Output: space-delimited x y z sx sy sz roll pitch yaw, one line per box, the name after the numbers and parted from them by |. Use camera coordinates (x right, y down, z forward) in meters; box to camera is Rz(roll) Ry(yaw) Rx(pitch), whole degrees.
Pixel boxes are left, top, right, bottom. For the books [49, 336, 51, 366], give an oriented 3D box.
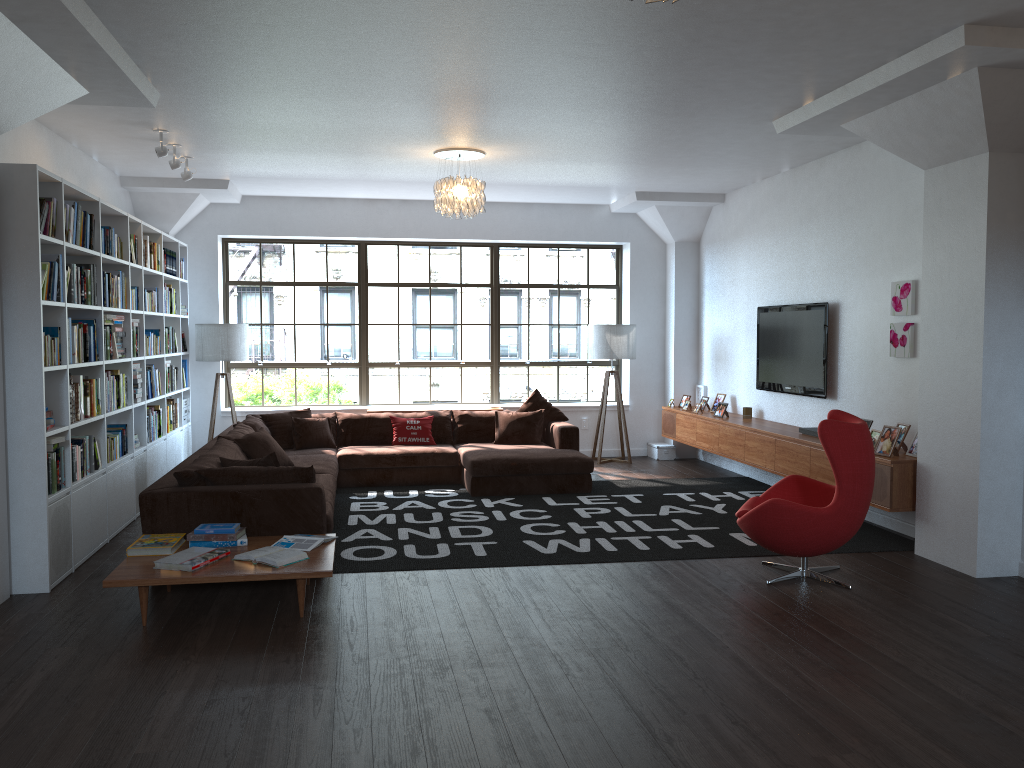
-2.782 -0.194 5.209 0.128 0.178 0.022 -1 3 -10 | books

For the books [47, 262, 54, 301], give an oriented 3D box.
-2.781 -0.599 5.181 0.172 0.235 0.112 -1 3 -10 | books

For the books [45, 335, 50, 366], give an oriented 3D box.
-2.779 -0.196 5.184 0.134 0.184 0.030 -1 3 -10 | books

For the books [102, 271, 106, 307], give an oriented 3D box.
-2.975 -0.672 6.281 0.182 0.253 0.034 -1 3 -10 | books

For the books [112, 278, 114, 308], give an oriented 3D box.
-3.029 -0.672 6.553 0.161 0.223 0.026 -1 3 -10 | books

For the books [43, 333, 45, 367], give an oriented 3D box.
-2.758 -0.196 5.084 0.136 0.196 0.045 -1 3 -10 | books

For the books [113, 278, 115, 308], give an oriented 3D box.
-3.032 -0.674 6.580 0.161 0.223 0.027 -1 3 -10 | books

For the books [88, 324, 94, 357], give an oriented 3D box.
-2.935 -0.278 6.014 0.182 0.253 0.034 -1 3 -10 | books

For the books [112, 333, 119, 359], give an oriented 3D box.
-3.035 -0.288 6.610 0.161 0.207 0.135 -1 3 -11 | books

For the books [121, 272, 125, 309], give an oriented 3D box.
-3.089 -0.718 6.828 0.197 0.283 0.065 -1 3 -10 | books

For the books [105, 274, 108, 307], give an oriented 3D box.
-2.992 -0.669 6.353 0.174 0.239 0.045 -1 3 -10 | books

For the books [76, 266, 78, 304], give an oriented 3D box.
-2.898 -0.638 5.726 0.160 0.251 0.039 -1 3 -10 | books

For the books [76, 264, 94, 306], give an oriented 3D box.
-2.966 -0.674 6.057 0.198 0.284 0.049 -1 3 -10 | books

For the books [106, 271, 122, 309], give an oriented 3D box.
-3.075 -0.718 6.769 0.176 0.290 0.053 -1 3 -10 | books

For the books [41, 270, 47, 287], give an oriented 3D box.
-2.758 -0.565 5.045 0.161 0.182 0.170 -1 3 -10 | books

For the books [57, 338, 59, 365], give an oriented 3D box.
-2.786 -0.196 5.337 0.107 0.167 0.017 -1 3 -10 | books

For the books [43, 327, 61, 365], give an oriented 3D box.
-2.809 -0.230 5.366 0.140 0.231 0.042 -1 3 -10 | books

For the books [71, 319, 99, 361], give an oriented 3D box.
-2.952 -0.302 6.108 0.176 0.294 0.102 -1 3 -10 | books

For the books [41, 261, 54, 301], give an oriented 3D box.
-2.799 -0.604 5.221 0.172 0.239 0.093 -1 3 -10 | books

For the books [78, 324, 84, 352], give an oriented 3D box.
-2.922 -0.268 5.840 0.182 0.253 0.034 -1 3 -10 | books

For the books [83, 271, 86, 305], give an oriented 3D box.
-2.911 -0.633 5.876 0.161 0.223 0.032 -1 3 -10 | books

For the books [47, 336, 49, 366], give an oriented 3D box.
-2.768 -0.191 5.160 0.128 0.178 0.021 -1 3 -10 | books

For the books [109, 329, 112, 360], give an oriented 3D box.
-3.004 -0.288 6.455 0.161 0.223 0.032 -1 3 -10 | books

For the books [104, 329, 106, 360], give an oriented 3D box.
-2.988 -0.282 6.337 0.161 0.223 0.032 -1 3 -10 | books

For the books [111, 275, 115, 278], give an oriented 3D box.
-3.044 -0.688 6.603 0.159 0.250 0.026 -1 3 -10 | books

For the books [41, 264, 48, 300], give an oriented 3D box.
-2.776 -0.587 5.120 0.161 0.218 0.101 -1 3 -10 | books

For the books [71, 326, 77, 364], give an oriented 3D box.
-2.864 -0.249 5.633 0.174 0.239 0.045 -1 3 -10 | books

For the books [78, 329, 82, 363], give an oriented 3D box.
-2.881 -0.248 5.751 0.161 0.223 0.027 -1 3 -10 | books

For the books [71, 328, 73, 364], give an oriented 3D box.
-2.863 -0.239 5.597 0.161 0.223 0.027 -1 3 -10 | books

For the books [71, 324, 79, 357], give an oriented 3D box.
-2.885 -0.260 5.723 0.159 0.250 0.026 -1 3 -10 | books

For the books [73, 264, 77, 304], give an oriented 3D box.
-2.894 -0.640 5.686 0.180 0.259 0.042 -1 3 -10 | books

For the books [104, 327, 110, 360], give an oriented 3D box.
-2.995 -0.292 6.379 0.174 0.240 0.054 -1 3 -10 | books

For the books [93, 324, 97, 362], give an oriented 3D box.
-2.931 -0.280 6.049 0.182 0.253 0.034 -1 3 -10 | books

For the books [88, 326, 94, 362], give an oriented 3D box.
-2.922 -0.269 5.977 0.174 0.239 0.045 -1 3 -10 | books

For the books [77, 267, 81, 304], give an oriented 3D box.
-2.902 -0.638 5.765 0.171 0.246 0.039 -1 3 -10 | books

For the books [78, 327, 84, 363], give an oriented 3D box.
-2.902 -0.255 5.807 0.167 0.230 0.037 -1 3 -10 | books

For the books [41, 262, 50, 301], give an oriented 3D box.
-2.778 -0.596 5.149 0.152 0.232 0.104 -1 3 -10 | books

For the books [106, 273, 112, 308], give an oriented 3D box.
-3.011 -0.681 6.451 0.182 0.253 0.034 -1 3 -10 | books

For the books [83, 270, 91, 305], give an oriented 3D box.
-2.928 -0.646 5.949 0.174 0.240 0.054 -1 3 -10 | books

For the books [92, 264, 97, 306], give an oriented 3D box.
-2.959 -0.680 6.111 0.176 0.291 0.053 -1 3 -10 | books

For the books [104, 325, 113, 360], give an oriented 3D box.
-3.025 -0.305 6.487 0.183 0.253 0.042 -1 3 -10 | books

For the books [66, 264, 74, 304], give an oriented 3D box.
-2.873 -0.633 5.603 0.183 0.253 0.042 -1 3 -10 | books

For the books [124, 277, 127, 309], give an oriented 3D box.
-3.088 -0.706 6.904 0.159 0.250 0.026 -1 3 -10 | books

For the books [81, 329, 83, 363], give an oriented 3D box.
-2.888 -0.249 5.777 0.161 0.223 0.026 -1 3 -10 | books

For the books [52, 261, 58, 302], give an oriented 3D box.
-2.799 -0.608 5.262 0.174 0.242 0.105 -1 3 -10 | books

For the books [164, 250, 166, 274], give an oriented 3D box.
-3.349 -1.147 8.360 0.161 0.223 0.032 -1 3 -10 | books

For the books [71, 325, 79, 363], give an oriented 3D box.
-2.876 -0.255 5.683 0.170 0.245 0.057 -1 3 -10 | books

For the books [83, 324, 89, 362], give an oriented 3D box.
-2.906 -0.270 5.877 0.182 0.253 0.034 -1 3 -10 | books

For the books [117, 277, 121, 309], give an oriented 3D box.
-3.056 -0.688 6.696 0.174 0.239 0.045 -1 3 -10 | books

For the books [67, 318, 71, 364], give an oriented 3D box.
-2.850 -0.264 5.495 0.197 0.283 0.065 -1 3 -10 | books

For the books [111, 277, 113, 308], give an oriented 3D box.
-3.032 -0.674 6.519 0.167 0.230 0.037 -1 3 -10 | books

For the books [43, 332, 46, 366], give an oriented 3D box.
-2.765 -0.200 5.116 0.127 0.200 0.020 -1 3 -10 | books

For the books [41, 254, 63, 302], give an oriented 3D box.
-2.804 -0.636 5.338 0.176 0.290 0.053 -1 3 -10 | books

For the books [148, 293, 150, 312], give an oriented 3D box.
-3.240 -0.712 7.779 0.120 0.167 0.020 -1 3 -10 | books

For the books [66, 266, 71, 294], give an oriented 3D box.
-2.858 -0.618 5.514 0.174 0.236 0.142 -1 3 -9 | books

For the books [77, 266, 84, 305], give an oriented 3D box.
-2.919 -0.646 5.837 0.183 0.253 0.042 -1 3 -10 | books

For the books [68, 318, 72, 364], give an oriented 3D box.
-2.856 -0.270 5.555 0.176 0.290 0.053 -1 3 -10 | books

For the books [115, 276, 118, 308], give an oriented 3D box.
-3.050 -0.689 6.645 0.170 0.245 0.057 -1 3 -10 | books

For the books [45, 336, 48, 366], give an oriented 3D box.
-2.763 -0.190 5.139 0.128 0.178 0.022 -1 3 -10 | books
